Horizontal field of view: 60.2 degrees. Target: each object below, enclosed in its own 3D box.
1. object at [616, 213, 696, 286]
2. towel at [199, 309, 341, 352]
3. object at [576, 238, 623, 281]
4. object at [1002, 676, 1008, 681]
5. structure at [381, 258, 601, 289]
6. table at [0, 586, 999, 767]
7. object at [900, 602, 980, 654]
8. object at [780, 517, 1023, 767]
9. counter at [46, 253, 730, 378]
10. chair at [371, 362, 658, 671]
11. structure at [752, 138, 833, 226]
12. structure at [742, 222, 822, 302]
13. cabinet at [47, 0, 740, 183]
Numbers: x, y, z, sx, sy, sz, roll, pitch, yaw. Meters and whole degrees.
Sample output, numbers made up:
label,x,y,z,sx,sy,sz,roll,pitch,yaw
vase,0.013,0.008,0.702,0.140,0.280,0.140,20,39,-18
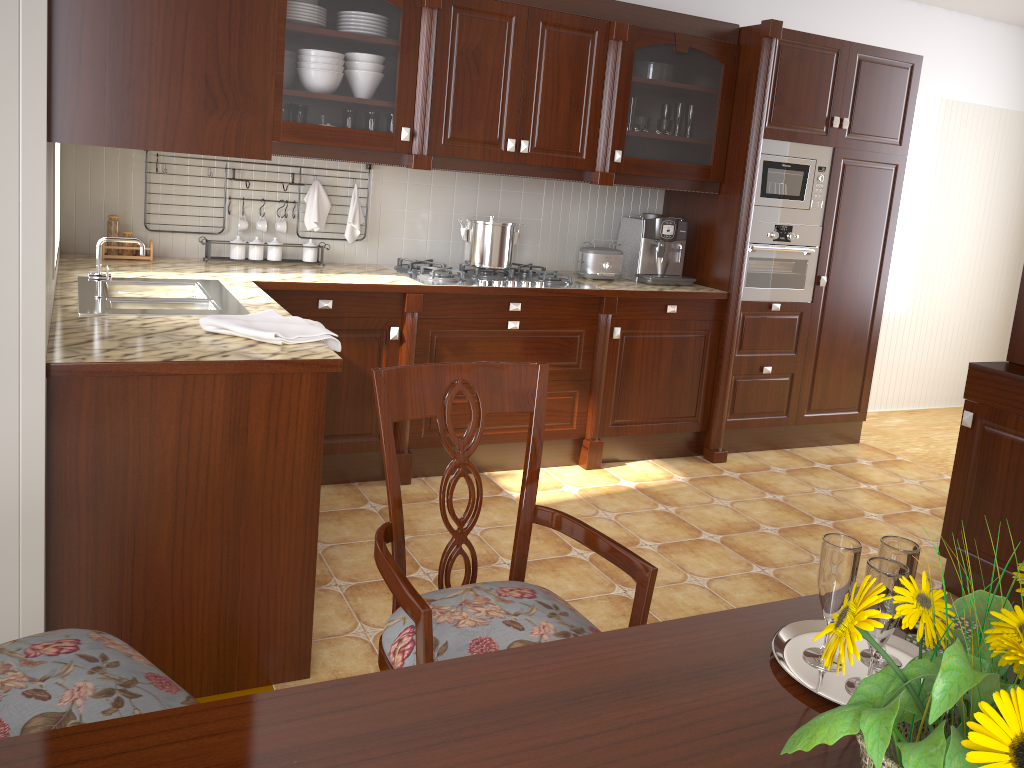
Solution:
label,x,y,z,sx,sy,sz,roll,pitch,yaw
object,0.700,-0.653,4.261,0.274,0.317,0.328,0,13,-26
towel,-0.610,-0.131,2.321,0.332,0.096,0.347,12,15,25
object,0.419,-0.584,4.146,0.243,0.186,0.143,-1,12,-26
object,0.597,0.323,1.007,0.146,0.046,0.047,2,12,-13
structure,-0.100,-0.489,3.878,0.816,0.046,0.599,-2,15,-26
table,-0.041,0.665,0.624,1.678,0.551,0.745,-1,14,-26
object,0.593,0.330,0.961,0.166,0.056,0.536,2,14,-13
object,0.418,0.270,0.688,0.299,0.333,0.322,-3,14,-34
counter,-0.099,-0.294,3.219,2.783,0.032,1.851,-2,15,-26
chair,-0.022,0.380,1.431,0.404,0.736,0.465,-1,12,-29
structure,1.253,-0.992,4.334,0.495,0.381,0.321,-1,13,-26
structure,1.288,-0.583,4.256,0.494,0.370,0.041,-1,11,-26
cabinet,0.064,-1.067,2.906,2.781,0.769,1.388,-2,14,-26
